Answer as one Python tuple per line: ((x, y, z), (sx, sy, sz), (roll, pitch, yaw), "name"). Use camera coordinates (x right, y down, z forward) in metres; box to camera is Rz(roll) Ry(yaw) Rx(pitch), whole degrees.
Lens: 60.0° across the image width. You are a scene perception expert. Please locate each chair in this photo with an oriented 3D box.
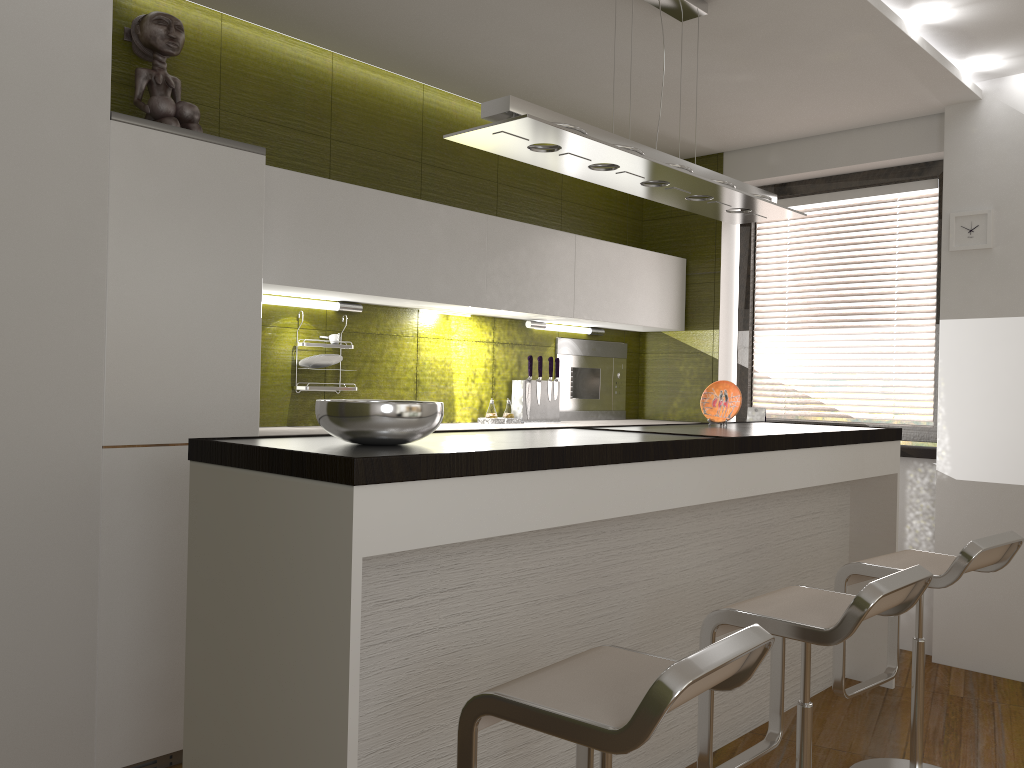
((1.337, 0.888, 2.870), (0.418, 0.857, 0.460), (1, 0, -42), "chair")
((0.762, 0.874, 2.248), (0.460, 0.857, 0.418), (1, 0, 43), "chair")
((0.186, 0.860, 1.628), (0.460, 0.857, 0.418), (1, 0, 38), "chair")

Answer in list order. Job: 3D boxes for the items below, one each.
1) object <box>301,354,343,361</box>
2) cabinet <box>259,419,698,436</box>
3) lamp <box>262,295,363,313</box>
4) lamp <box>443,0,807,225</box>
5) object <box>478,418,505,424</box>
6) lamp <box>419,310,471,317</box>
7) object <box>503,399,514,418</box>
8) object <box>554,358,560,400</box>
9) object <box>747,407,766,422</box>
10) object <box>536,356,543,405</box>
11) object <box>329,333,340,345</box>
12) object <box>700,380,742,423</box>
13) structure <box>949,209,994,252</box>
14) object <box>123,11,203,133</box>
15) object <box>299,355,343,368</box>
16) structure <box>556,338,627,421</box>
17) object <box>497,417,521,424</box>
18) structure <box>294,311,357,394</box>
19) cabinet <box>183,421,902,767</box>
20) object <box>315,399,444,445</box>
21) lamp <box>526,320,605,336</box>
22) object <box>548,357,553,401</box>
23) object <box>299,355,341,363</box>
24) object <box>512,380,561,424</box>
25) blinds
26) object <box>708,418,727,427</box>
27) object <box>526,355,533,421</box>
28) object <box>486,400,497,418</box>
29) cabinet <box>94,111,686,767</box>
((-0.801, -0.099, 3.713), (0.173, 0.052, 0.181), (1, 0, 43), "object")
((-0.066, 0.743, 4.316), (0.465, 1.086, 2.940), (1, 0, 43), "cabinet")
((-0.920, -0.340, 3.682), (0.041, 0.041, 0.715), (1, 0, 43), "lamp")
((0.500, -1.028, 3.050), (0.326, 0.683, 1.677), (1, 0, 43), "lamp")
((-0.103, 0.186, 4.426), (0.107, 0.032, 0.107), (1, 0, 43), "object")
((-0.325, -0.345, 4.344), (0.008, 0.008, 0.334), (1, 0, 43), "lamp")
((-0.017, 0.133, 4.535), (0.059, 0.121, 0.059), (1, 0, 10), "object")
((0.236, -0.025, 4.737), (0.013, 0.231, 0.040), (1, 0, 43), "object")
((1.387, 0.218, 5.035), (0.106, 0.169, 0.057), (1, 0, 37), "object")
((0.141, -0.016, 4.635), (0.013, 0.264, 0.042), (1, 0, 43), "object")
((-0.765, -0.192, 3.811), (0.046, 0.053, 0.051), (1, 0, -16), "object")
((0.876, 0.073, 3.714), (0.184, 0.178, 0.055), (1, 0, 39), "object")
((2.151, -0.718, 4.153), (0.180, 0.180, 0.026), (1, 0, 43), "structure")
((-1.214, -1.075, 3.115), (0.304, 0.488, 0.195), (1, 0, 41), "object")
((-0.799, -0.092, 3.712), (0.173, 0.052, 0.181), (1, 0, 43), "object")
((0.474, -0.018, 5.199), (0.015, 0.469, 0.663), (1, 0, 43), "structure")
((-0.018, 0.188, 4.535), (0.107, 0.032, 0.107), (1, 0, -35), "object")
((-0.789, -0.131, 3.771), (0.110, 0.346, 0.266), (1, 0, 43), "structure")
((0.443, 0.729, 3.014), (0.663, 1.134, 2.947), (1, 0, 43), "cabinet")
((-0.325, 0.095, 2.181), (0.311, 0.105, 0.311), (1, 0, -34), "object")
((0.309, -0.311, 4.963), (0.095, 0.041, 0.716), (1, 0, 43), "lamp")
((0.202, -0.025, 4.700), (0.013, 0.243, 0.036), (1, 0, 43), "object")
((-0.800, -0.096, 3.712), (0.173, 0.052, 0.181), (1, 0, 43), "object")
((0.127, 0.095, 4.683), (0.107, 0.227, 0.293), (1, 0, 43), "object")
((1.764, -2.944, 9.035), (16.000, 12.704, 9.030), (1, 0, -8), "blinds")
((0.875, 0.111, 3.712), (0.088, 0.131, 0.072), (1, 0, 38), "object")
((0.086, 0.021, 4.577), (0.013, 0.339, 0.046), (1, 0, 43), "object")
((-0.102, 0.131, 4.426), (0.059, 0.121, 0.059), (1, 0, -1), "object")
((-0.325, 0.234, 4.206), (0.724, 2.089, 3.471), (1, 0, 43), "cabinet")
